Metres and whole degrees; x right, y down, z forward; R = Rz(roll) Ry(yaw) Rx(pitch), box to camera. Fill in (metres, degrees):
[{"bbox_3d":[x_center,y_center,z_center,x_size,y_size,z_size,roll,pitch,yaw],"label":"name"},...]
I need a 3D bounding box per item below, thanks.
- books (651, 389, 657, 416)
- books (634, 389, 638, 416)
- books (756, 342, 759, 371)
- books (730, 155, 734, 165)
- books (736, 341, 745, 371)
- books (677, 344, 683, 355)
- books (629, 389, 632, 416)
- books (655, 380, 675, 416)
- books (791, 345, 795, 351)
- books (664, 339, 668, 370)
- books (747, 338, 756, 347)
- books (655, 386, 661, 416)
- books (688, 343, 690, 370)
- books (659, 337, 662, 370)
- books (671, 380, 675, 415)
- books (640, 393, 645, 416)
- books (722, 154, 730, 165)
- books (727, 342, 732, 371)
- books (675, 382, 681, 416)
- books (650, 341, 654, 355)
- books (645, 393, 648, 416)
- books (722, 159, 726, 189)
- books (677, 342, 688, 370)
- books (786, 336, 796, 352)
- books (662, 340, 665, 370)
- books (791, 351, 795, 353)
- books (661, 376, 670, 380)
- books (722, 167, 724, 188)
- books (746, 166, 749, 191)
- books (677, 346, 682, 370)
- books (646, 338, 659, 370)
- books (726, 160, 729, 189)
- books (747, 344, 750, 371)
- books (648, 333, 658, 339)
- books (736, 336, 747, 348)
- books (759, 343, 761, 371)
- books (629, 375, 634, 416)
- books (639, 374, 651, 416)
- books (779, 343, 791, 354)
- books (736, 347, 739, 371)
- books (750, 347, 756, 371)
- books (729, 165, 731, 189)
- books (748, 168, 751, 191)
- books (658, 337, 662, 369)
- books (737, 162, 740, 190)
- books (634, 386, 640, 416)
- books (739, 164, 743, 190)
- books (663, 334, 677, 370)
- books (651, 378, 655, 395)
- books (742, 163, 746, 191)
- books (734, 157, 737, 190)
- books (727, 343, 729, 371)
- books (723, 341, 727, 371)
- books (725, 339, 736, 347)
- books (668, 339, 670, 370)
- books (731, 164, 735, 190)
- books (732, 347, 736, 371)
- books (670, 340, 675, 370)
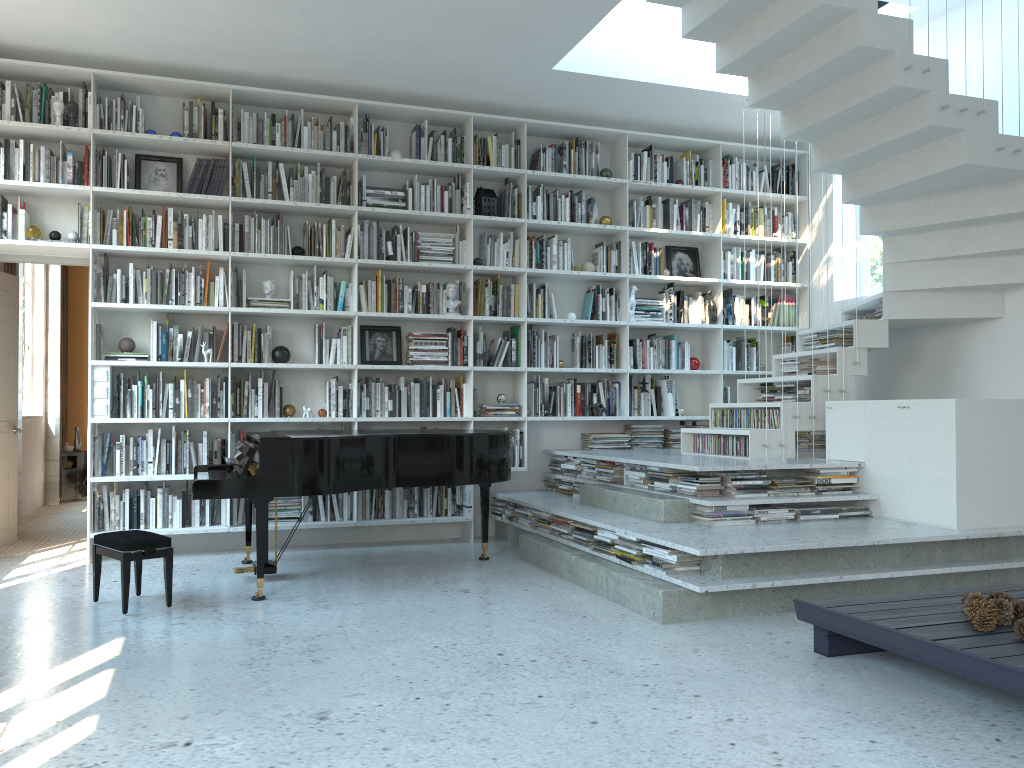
[{"bbox_3d":[1.098,0.151,7.125,0.052,0.217,0.184,0,-1,-19],"label":"books"},{"bbox_3d":[0.957,0.151,7.085,0.023,0.214,0.163,0,-1,-19],"label":"books"},{"bbox_3d":[2.027,-0.225,7.473,0.012,0.254,0.161,0,-1,-19],"label":"books"},{"bbox_3d":[1.810,-1.732,7.425,0.012,0.326,0.151,0,-1,-19],"label":"books"},{"bbox_3d":[1.878,-0.224,7.388,0.027,0.248,0.184,0,-1,-19],"label":"books"},{"bbox_3d":[1.344,-0.213,7.229,0.037,0.218,0.139,0,-1,-19],"label":"books"},{"bbox_3d":[0.915,0.152,7.083,0.033,0.213,0.140,0,-1,-19],"label":"books"},{"bbox_3d":[1.208,0.113,7.124,0.075,0.291,0.255,0,-1,-19],"label":"books"},{"bbox_3d":[2.374,-0.213,7.596,0.022,0.237,0.152,0,-1,-19],"label":"books"},{"bbox_3d":[1.208,-0.231,7.157,0.014,0.249,0.177,0,-1,-19],"label":"books"},{"bbox_3d":[1.999,-0.241,7.451,0.011,0.284,0.161,0,-1,-19],"label":"books"},{"bbox_3d":[1.145,0.140,7.146,0.031,0.239,0.171,0,-1,-19],"label":"books"},{"bbox_3d":[1.400,-0.215,7.241,0.027,0.223,0.170,0,-1,-19],"label":"books"},{"bbox_3d":[1.151,-0.238,7.133,0.012,0.262,0.186,0,-1,-19],"label":"books"},{"bbox_3d":[1.271,0.117,7.183,0.025,0.287,0.160,0,-1,-19],"label":"books"},{"bbox_3d":[1.019,0.165,7.108,0.030,0.188,0.140,0,-1,-19],"label":"books"},{"bbox_3d":[1.777,-1.735,7.412,0.014,0.331,0.143,0,-1,-19],"label":"books"},{"bbox_3d":[1.774,-0.221,7.372,0.022,0.242,0.151,0,-1,-19],"label":"books"},{"bbox_3d":[1.309,0.124,7.206,0.062,0.274,0.148,0,-1,-19],"label":"books"},{"bbox_3d":[1.096,-0.221,7.133,0.012,0.229,0.179,0,-1,-19],"label":"books"},{"bbox_3d":[1.047,0.166,7.111,0.024,0.185,0.149,0,-1,-19],"label":"books"},{"bbox_3d":[1.737,-1.713,7.384,0.013,0.286,0.150,0,-1,-19],"label":"books"},{"bbox_3d":[1.376,-0.222,7.231,0.025,0.235,0.181,0,-1,-19],"label":"books"},{"bbox_3d":[2.388,-0.252,7.610,0.013,0.315,0.129,0,-1,-19],"label":"books"},{"bbox_3d":[1.183,-0.229,7.169,0.026,0.246,0.165,0,-1,-19],"label":"books"},{"bbox_3d":[2.356,-0.186,7.579,0.028,0.181,0.167,0,-1,-19],"label":"books"},{"bbox_3d":[1.246,0.098,7.198,0.012,0.326,0.136,0,-1,-19],"label":"books"},{"bbox_3d":[1.714,-1.681,7.391,0.025,0.223,0.136,0,-1,-19],"label":"books"},{"bbox_3d":[1.937,-1.693,7.468,0.027,0.249,0.154,0,-1,-19],"label":"books"},{"bbox_3d":[1.318,-0.205,7.204,0.030,0.200,0.189,0,-1,-19],"label":"books"},{"bbox_3d":[1.122,-0.235,7.118,0.028,0.255,0.191,0,-1,-19],"label":"books"},{"bbox_3d":[1.753,-1.705,7.376,0.012,0.269,0.184,0,-1,-19],"label":"books"},{"bbox_3d":[1.941,-0.214,7.434,0.014,0.230,0.172,0,-1,-19],"label":"books"},{"bbox_3d":[1.134,-0.256,7.146,0.013,0.299,0.147,0,-1,-19],"label":"books"},{"bbox_3d":[1.926,-0.247,7.436,0.013,0.297,0.141,0,-1,-19],"label":"books"},{"bbox_3d":[2.040,-0.218,7.473,0.013,0.240,0.166,0,-1,-19],"label":"books"},{"bbox_3d":[0.937,0.095,7.090,0.013,0.327,0.130,0,-1,-19],"label":"books"},{"bbox_3d":[1.066,0.092,7.116,0.014,0.333,0.168,0,-1,-19],"label":"books"},{"bbox_3d":[2.334,-0.222,7.580,0.012,0.254,0.161,0,-1,-19],"label":"books"},{"bbox_3d":[1.844,-0.204,7.404,0.025,0.208,0.149,0,-1,-19],"label":"books"},{"bbox_3d":[1.987,-0.201,7.437,0.021,0.205,0.174,0,-1,-19],"label":"books"},{"bbox_3d":[1.768,-1.685,7.384,0.022,0.229,0.175,0,-1,-19],"label":"books"},{"bbox_3d":[1.964,-1.686,7.469,0.025,0.237,0.143,0,-1,-19],"label":"books"},{"bbox_3d":[1.166,-0.242,7.160,0.011,0.272,0.152,0,-1,-19],"label":"books"},{"bbox_3d":[1.854,-1.706,7.435,0.027,0.275,0.148,0,-1,-19],"label":"books"},{"bbox_3d":[0.978,0.136,7.082,0.015,0.243,0.156,0,-1,-19],"label":"books"},{"bbox_3d":[1.879,-1.698,7.438,0.022,0.259,0.163,0,-1,-19],"label":"books"},{"bbox_3d":[1.283,-0.250,7.188,0.026,0.290,0.181,0,-1,-19],"label":"books"},{"bbox_3d":[1.119,0.108,7.157,0.010,0.304,0.131,0,-1,-19],"label":"books"},{"bbox_3d":[1.902,-1.700,7.447,0.029,0.264,0.179,0,-1,-19],"label":"books"},{"bbox_3d":[1.826,-1.722,7.415,0.012,0.306,0.184,0,-1,-19],"label":"books"},{"bbox_3d":[1.747,-0.219,7.362,0.037,0.236,0.153,0,-1,-19],"label":"books"},{"bbox_3d":[1.721,-0.227,7.344,0.024,0.252,0.175,0,-1,-19],"label":"books"},{"bbox_3d":[1.819,-0.233,7.403,0.024,0.267,0.133,0,-1,-19],"label":"books"},{"bbox_3d":[1.236,-0.232,7.194,0.012,0.254,0.161,0,-1,-19],"label":"books"},{"bbox_3d":[1.799,-1.691,7.404,0.023,0.243,0.182,0,-1,-19],"label":"books"},{"bbox_3d":[1.800,-0.201,7.376,0.029,0.201,0.172,0,-1,-19],"label":"books"},{"bbox_3d":[1.261,-0.227,7.176,0.023,0.244,0.189,0,-1,-19],"label":"books"}]
